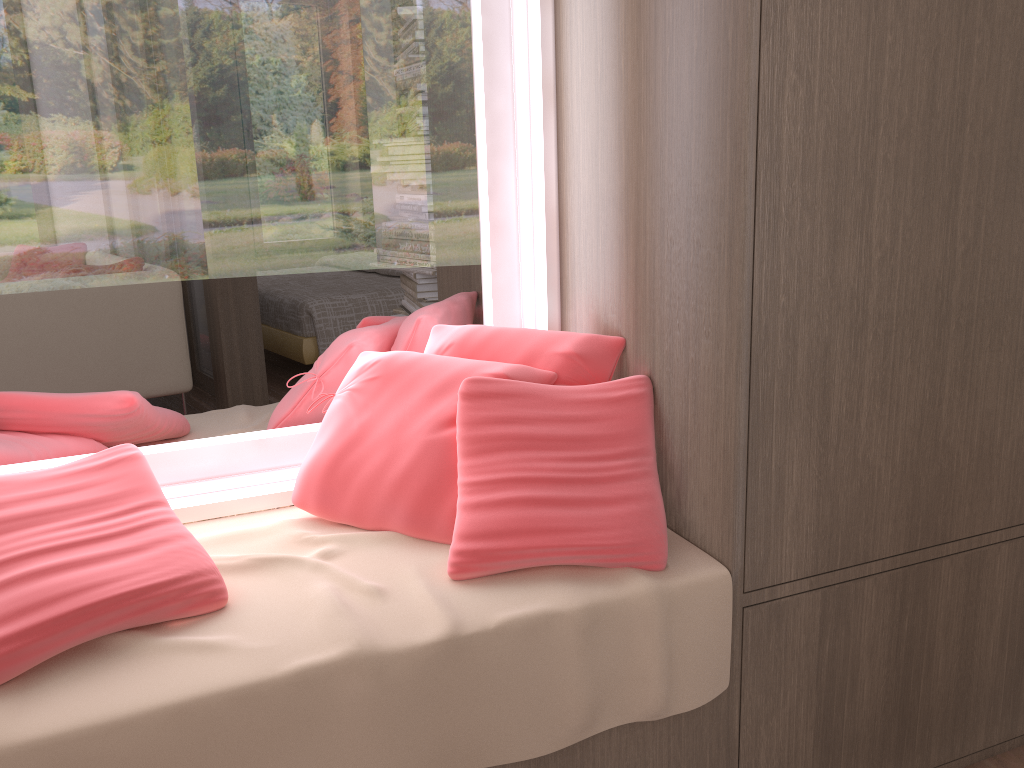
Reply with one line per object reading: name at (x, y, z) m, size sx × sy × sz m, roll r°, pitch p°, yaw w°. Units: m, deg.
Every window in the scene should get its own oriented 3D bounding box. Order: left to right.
window at (-0.605, -0.852, 1.475) m, size 1.407 × 2.229 × 0.160 m, roll -7°, pitch 14°, yaw -21°

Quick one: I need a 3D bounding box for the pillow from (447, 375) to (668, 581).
pillow at (0.072, 0.141, 1.448) m, size 0.357 × 0.278 × 0.264 m, roll -2°, pitch 13°, yaw -1°

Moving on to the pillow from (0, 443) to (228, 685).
pillow at (-0.659, 0.241, 1.278) m, size 0.354 × 0.200 × 0.403 m, roll 11°, pitch 19°, yaw 44°

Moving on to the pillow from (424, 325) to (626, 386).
pillow at (-0.027, 0.066, 1.693) m, size 0.484 × 0.334 × 0.193 m, roll 6°, pitch 16°, yaw 30°

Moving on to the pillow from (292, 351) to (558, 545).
pillow at (-0.181, 0.100, 1.610) m, size 0.485 × 0.279 × 0.270 m, roll 5°, pitch 15°, yaw 26°
